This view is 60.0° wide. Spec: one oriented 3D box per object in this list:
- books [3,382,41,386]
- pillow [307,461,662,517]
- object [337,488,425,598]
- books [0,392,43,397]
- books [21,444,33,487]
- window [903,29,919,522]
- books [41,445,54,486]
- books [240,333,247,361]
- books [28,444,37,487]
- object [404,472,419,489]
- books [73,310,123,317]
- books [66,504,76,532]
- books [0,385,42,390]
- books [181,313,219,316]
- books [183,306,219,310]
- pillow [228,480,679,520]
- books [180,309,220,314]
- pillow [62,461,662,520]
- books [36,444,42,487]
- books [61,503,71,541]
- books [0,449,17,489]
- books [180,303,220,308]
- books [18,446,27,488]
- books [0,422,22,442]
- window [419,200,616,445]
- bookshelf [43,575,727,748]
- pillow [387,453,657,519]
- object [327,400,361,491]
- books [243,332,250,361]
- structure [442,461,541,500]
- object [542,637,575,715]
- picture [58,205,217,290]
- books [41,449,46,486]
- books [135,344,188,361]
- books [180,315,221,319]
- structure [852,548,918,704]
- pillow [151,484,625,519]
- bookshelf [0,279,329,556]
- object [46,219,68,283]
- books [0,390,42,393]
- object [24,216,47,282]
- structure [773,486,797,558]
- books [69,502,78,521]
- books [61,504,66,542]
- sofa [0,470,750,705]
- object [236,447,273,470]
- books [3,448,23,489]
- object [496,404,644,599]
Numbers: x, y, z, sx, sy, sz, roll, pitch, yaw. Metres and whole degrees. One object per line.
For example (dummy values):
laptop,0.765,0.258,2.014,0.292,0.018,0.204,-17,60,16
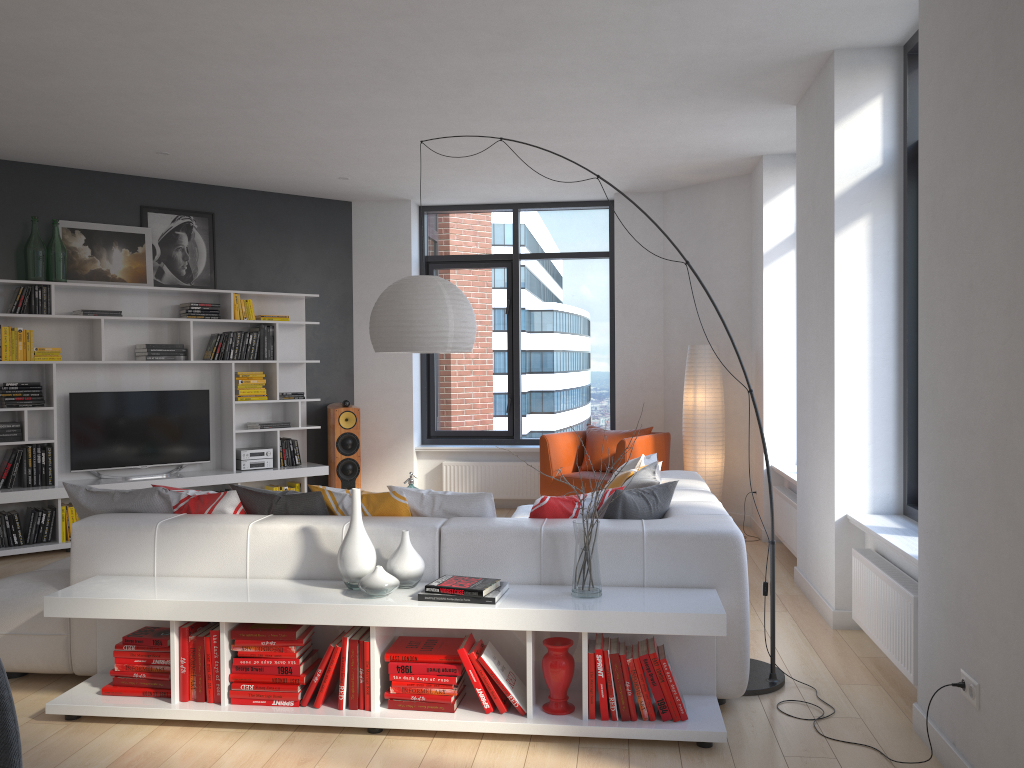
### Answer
books,-3.724,0.001,6.735,0.246,0.026,0.180,-1,1,-31
pillow,-0.009,0.670,4.621,2.095,0.440,0.630,-1,1,-36
object,-0.539,0.616,3.525,0.316,0.398,0.319,0,1,31
books,-3.730,0.080,6.737,0.284,0.030,0.214,-1,1,-30
books,-3.704,0.622,6.774,0.034,0.314,0.237,-1,1,-38
window,2.012,-0.514,3.891,0.170,2.402,1.310,0,1,7
books,-3.596,0.628,6.856,0.051,0.297,0.230,-1,1,-38
books,-2.373,-0.322,7.750,0.069,0.242,0.172,-1,1,-37
books,-3.681,0.616,6.796,0.026,0.326,0.237,-1,1,-38
object,-0.730,0.696,5.702,0.330,0.265,0.330,0,1,31
books,-3.305,-0.557,7.065,0.310,0.047,0.250,-1,1,-43
books,-3.416,1.066,6.859,0.066,0.258,0.198,-1,1,-38
books,-3.741,0.029,6.757,0.284,0.030,0.214,-1,1,-30
books,-2.666,-0.588,7.576,0.264,0.020,0.189,-1,1,-40
books,-2.657,-0.642,7.573,0.246,0.026,0.180,-1,1,-36
pillow,-0.274,0.666,4.113,2.120,0.436,0.608,0,1,3
books,-2.676,-0.614,7.593,0.284,0.030,0.214,-1,1,-35
pillow,-0.655,0.658,4.486,2.953,0.453,0.647,-1,1,-5
books,-3.657,0.621,6.815,0.034,0.315,0.239,-1,1,-38
books,-3.441,1.060,6.832,0.048,0.271,0.213,-1,1,-38
books,-3.828,0.639,6.691,0.142,0.284,0.232,-1,1,-38
books,-2.667,-0.669,7.580,0.266,0.030,0.209,-2,2,-45
books,-3.726,0.631,6.750,0.028,0.301,0.213,-1,1,-38
books,-3.889,0.363,6.648,0.343,0.137,0.277,-1,1,-38
window,0.054,-0.594,8.891,1.960,2.402,0.170,0,1,7
bookshelf,-0.509,1.066,3.472,2.600,0.500,0.356,0,1,7
pillow,0.217,0.645,4.845,0.580,0.456,2.156,0,1,33
object,-1.590,0.687,8.342,0.290,1.088,0.434,-1,1,-23
books,-2.371,-0.330,7.784,0.075,0.254,0.192,-1,1,-39
structure,0.058,0.982,8.590,1.474,0.460,0.110,0,1,7
object,0.176,1.104,3.359,0.125,0.258,0.125,-1,1,-16
picture,-3.102,-1.140,7.389,1.279,0.707,0.076,-1,1,-38
books,-3.626,0.640,6.830,0.028,0.272,0.200,-1,1,-38
books,-2.925,-0.260,7.392,0.343,0.137,0.277,-1,2,-43
books,-2.663,-0.563,7.574,0.284,0.030,0.214,-1,1,-35
structure,1.694,1.059,3.929,0.110,0.460,1.015,0,1,7
pillow,-0.599,0.694,4.146,2.250,0.449,0.575,0,1,4
bookshelf,-2.979,0.237,7.240,3.000,2.052,0.455,-1,1,-38
object,-3.550,-1.031,6.909,0.157,0.507,0.157,-1,1,-25
books,-3.733,0.055,6.739,0.264,0.020,0.189,-1,1,-35
object,-3.638,-1.028,6.769,0.157,0.507,0.157,-1,1,-25
structure,1.973,1.013,6.215,0.110,0.460,1.015,0,1,7
books,-3.391,1.062,6.877,0.038,0.267,0.202,-1,1,-38
books,-3.458,1.061,6.792,0.029,0.270,0.204,-1,1,-38
sofa,-0.588,0.921,4.974,3.424,0.732,2.614,0,1,7
object,-2.299,0.659,7.840,0.285,0.174,0.270,-1,1,-38
books,-3.776,0.636,6.708,0.100,0.289,0.210,-1,1,-39
object,0.301,0.440,3.340,0.607,0.744,0.406,-1,2,-43
